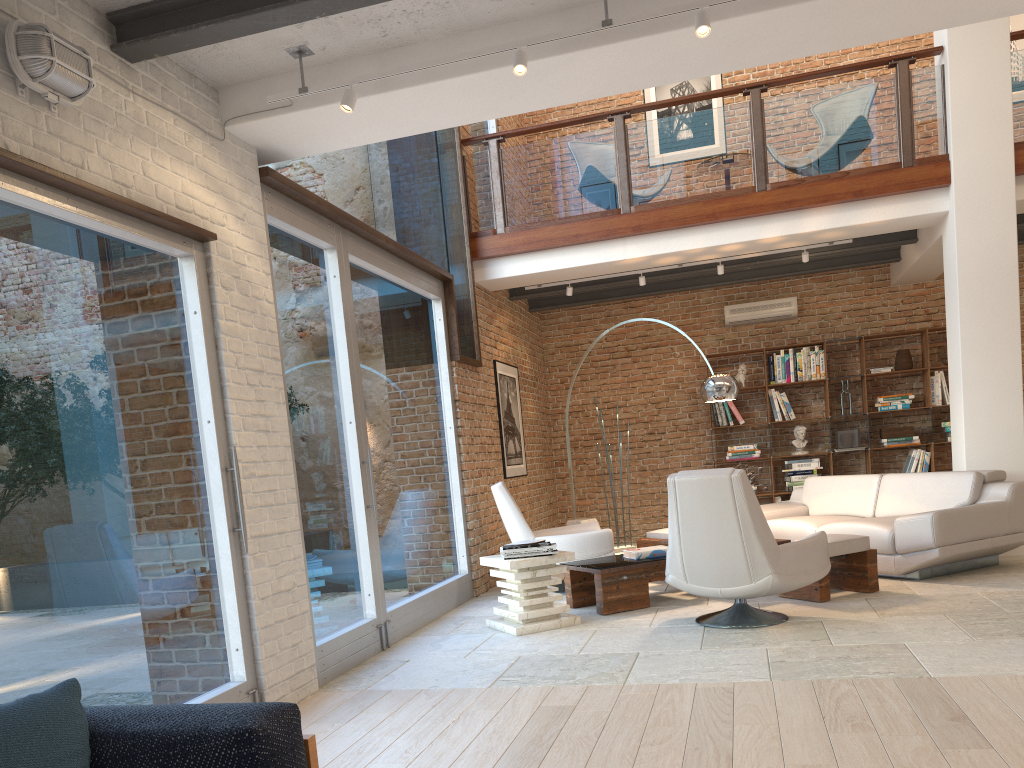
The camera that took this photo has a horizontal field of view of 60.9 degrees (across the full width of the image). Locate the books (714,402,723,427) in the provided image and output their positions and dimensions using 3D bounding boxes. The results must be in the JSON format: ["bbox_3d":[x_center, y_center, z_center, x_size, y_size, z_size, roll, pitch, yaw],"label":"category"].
[{"bbox_3d":[2.452,0.322,10.368,0.092,0.387,0.241,-4,3,14],"label":"books"}]

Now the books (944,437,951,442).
[{"bbox_3d":[5.027,0.606,9.739,0.328,0.056,0.253,-7,-5,17],"label":"books"}]

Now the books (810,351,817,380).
[{"bbox_3d":[3.462,-0.201,10.037,0.056,0.331,0.252,-4,2,14],"label":"books"}]

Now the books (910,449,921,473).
[{"bbox_3d":[4.544,0.926,9.890,0.162,0.375,0.241,-4,2,14],"label":"books"}]

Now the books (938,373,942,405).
[{"bbox_3d":[4.758,0.067,9.745,0.021,0.361,0.269,-4,2,14],"label":"books"}]

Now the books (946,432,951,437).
[{"bbox_3d":[5.047,0.547,9.727,0.327,0.056,0.254,-6,-5,10],"label":"books"}]

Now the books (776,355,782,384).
[{"bbox_3d":[3.099,-0.159,10.131,0.056,0.331,0.252,-4,2,14],"label":"books"}]

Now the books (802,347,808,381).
[{"bbox_3d":[3.384,-0.218,10.074,0.036,0.386,0.241,-4,3,14],"label":"books"}]

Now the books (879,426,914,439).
[{"bbox_3d":[4.366,0.553,9.892,0.337,0.119,0.212,-6,-3,15],"label":"books"}]

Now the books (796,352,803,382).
[{"bbox_3d":[3.314,-0.185,10.067,0.056,0.331,0.252,-4,2,14],"label":"books"}]

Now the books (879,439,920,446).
[{"bbox_3d":[4.407,0.666,9.920,0.381,0.036,0.243,-6,-5,10],"label":"books"}]

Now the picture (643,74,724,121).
[{"bbox_3d":[2.025,-3.229,10.261,0.917,1.205,0.027,-5,5,15],"label":"picture"}]

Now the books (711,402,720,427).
[{"bbox_3d":[2.414,0.327,10.370,0.092,0.387,0.241,-4,3,14],"label":"books"}]

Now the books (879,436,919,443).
[{"bbox_3d":[4.381,0.629,9.888,0.381,0.036,0.243,-7,-5,13],"label":"books"}]

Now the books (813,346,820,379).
[{"bbox_3d":[3.507,-0.234,10.028,0.036,0.386,0.241,-4,3,14],"label":"books"}]

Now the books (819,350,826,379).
[{"bbox_3d":[3.561,-0.211,10.033,0.056,0.331,0.252,-4,2,14],"label":"books"}]

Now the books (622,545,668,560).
[{"bbox_3d":[1.037,1.275,6.601,0.325,0.056,0.256,-4,-5,-15],"label":"books"}]

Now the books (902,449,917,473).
[{"bbox_3d":[4.510,0.933,9.923,0.164,0.374,0.241,-4,2,14],"label":"books"}]

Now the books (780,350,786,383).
[{"bbox_3d":[3.142,-0.192,10.120,0.036,0.386,0.241,-4,3,14],"label":"books"}]

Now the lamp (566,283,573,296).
[{"bbox_3d":[0.572,-0.933,8.680,0.059,0.130,0.086,-6,2,-16],"label":"lamp"}]

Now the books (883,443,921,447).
[{"bbox_3d":[4.419,0.693,9.906,0.357,0.021,0.271,-6,-5,13],"label":"books"}]

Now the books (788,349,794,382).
[{"bbox_3d":[3.232,-0.203,10.091,0.036,0.386,0.241,-4,3,14],"label":"books"}]

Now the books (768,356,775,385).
[{"bbox_3d":[3.029,-0.149,10.169,0.056,0.331,0.252,-4,2,14],"label":"books"}]

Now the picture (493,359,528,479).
[{"bbox_3d":[-0.009,0.385,9.112,0.028,1.202,0.904,-4,2,14],"label":"picture"}]

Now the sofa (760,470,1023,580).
[{"bbox_3d":[2.993,1.162,7.405,1.136,0.757,2.344,-4,-4,-26],"label":"sofa"}]

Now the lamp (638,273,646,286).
[{"bbox_3d":[1.269,-1.019,8.496,0.061,0.121,0.085,-4,2,16],"label":"lamp"}]

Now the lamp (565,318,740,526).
[{"bbox_3d":[1.234,0.584,7.974,0.315,2.363,2.042,-9,3,-39],"label":"lamp"}]

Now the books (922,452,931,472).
[{"bbox_3d":[4.661,0.932,9.865,0.117,0.336,0.252,-4,2,14],"label":"books"}]

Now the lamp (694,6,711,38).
[{"bbox_3d":[0.751,-1.427,3.438,0.061,0.130,0.085,-4,2,16],"label":"lamp"}]

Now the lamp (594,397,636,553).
[{"bbox_3d":[1.191,1.045,10.081,0.416,1.832,0.198,-7,5,-15],"label":"lamp"}]

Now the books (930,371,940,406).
[{"bbox_3d":[4.726,0.056,9.742,0.036,0.386,0.241,-4,3,14],"label":"books"}]

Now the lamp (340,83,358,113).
[{"bbox_3d":[-0.718,-1.255,3.838,0.086,0.130,0.059,-6,4,-25],"label":"lamp"}]

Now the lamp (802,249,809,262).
[{"bbox_3d":[2.731,-1.192,8.115,0.061,0.116,0.093,-4,2,21],"label":"lamp"}]

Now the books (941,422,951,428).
[{"bbox_3d":[4.979,0.442,9.743,0.328,0.056,0.253,-8,-5,24],"label":"books"}]

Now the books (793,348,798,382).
[{"bbox_3d":[3.270,-0.206,10.091,0.036,0.386,0.241,-4,3,14],"label":"books"}]

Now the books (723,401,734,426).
[{"bbox_3d":[2.552,0.312,10.329,0.122,0.383,0.241,-4,3,14],"label":"books"}]

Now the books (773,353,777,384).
[{"bbox_3d":[3.064,-0.168,10.157,0.021,0.361,0.269,-4,2,14],"label":"books"}]

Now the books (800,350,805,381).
[{"bbox_3d":[3.353,-0.203,10.070,0.021,0.361,0.269,-4,2,14],"label":"books"}]

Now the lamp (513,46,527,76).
[{"bbox_3d":[0.033,-1.349,3.630,0.061,0.121,0.085,-4,2,16],"label":"lamp"}]

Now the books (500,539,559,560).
[{"bbox_3d":[0.109,1.146,6.091,0.389,0.079,0.568,-5,-5,-2],"label":"books"}]

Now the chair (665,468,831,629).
[{"bbox_3d":[1.377,1.016,5.476,1.034,1.021,0.961,-5,0,31],"label":"chair"}]

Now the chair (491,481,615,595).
[{"bbox_3d":[0.347,1.304,7.573,0.983,1.003,1.023,-5,0,-1],"label":"chair"}]

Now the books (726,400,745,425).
[{"bbox_3d":[2.650,0.334,10.330,0.195,0.320,0.252,-5,1,14],"label":"books"}]

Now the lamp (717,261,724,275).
[{"bbox_3d":[1.987,-1.099,8.304,0.061,0.130,0.085,-4,2,16],"label":"lamp"}]

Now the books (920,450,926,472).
[{"bbox_3d":[4.621,0.930,9.890,0.098,0.356,0.269,-4,2,14],"label":"books"}]

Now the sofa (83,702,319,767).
[{"bbox_3d":[-0.971,0.922,0.223,2.088,0.662,3.932,-6,-5,14],"label":"sofa"}]

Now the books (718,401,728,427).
[{"bbox_3d":[2.508,0.343,10.376,0.103,0.336,0.252,-4,2,14],"label":"books"}]

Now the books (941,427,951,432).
[{"bbox_3d":[5.001,0.497,9.744,0.328,0.056,0.253,-7,-5,15],"label":"books"}]

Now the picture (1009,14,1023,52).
[{"bbox_3d":[5.220,-3.604,9.407,0.917,1.205,0.027,-5,5,15],"label":"picture"}]

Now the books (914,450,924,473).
[{"bbox_3d":[4.598,0.929,9.886,0.098,0.356,0.269,-4,2,14],"label":"books"}]
